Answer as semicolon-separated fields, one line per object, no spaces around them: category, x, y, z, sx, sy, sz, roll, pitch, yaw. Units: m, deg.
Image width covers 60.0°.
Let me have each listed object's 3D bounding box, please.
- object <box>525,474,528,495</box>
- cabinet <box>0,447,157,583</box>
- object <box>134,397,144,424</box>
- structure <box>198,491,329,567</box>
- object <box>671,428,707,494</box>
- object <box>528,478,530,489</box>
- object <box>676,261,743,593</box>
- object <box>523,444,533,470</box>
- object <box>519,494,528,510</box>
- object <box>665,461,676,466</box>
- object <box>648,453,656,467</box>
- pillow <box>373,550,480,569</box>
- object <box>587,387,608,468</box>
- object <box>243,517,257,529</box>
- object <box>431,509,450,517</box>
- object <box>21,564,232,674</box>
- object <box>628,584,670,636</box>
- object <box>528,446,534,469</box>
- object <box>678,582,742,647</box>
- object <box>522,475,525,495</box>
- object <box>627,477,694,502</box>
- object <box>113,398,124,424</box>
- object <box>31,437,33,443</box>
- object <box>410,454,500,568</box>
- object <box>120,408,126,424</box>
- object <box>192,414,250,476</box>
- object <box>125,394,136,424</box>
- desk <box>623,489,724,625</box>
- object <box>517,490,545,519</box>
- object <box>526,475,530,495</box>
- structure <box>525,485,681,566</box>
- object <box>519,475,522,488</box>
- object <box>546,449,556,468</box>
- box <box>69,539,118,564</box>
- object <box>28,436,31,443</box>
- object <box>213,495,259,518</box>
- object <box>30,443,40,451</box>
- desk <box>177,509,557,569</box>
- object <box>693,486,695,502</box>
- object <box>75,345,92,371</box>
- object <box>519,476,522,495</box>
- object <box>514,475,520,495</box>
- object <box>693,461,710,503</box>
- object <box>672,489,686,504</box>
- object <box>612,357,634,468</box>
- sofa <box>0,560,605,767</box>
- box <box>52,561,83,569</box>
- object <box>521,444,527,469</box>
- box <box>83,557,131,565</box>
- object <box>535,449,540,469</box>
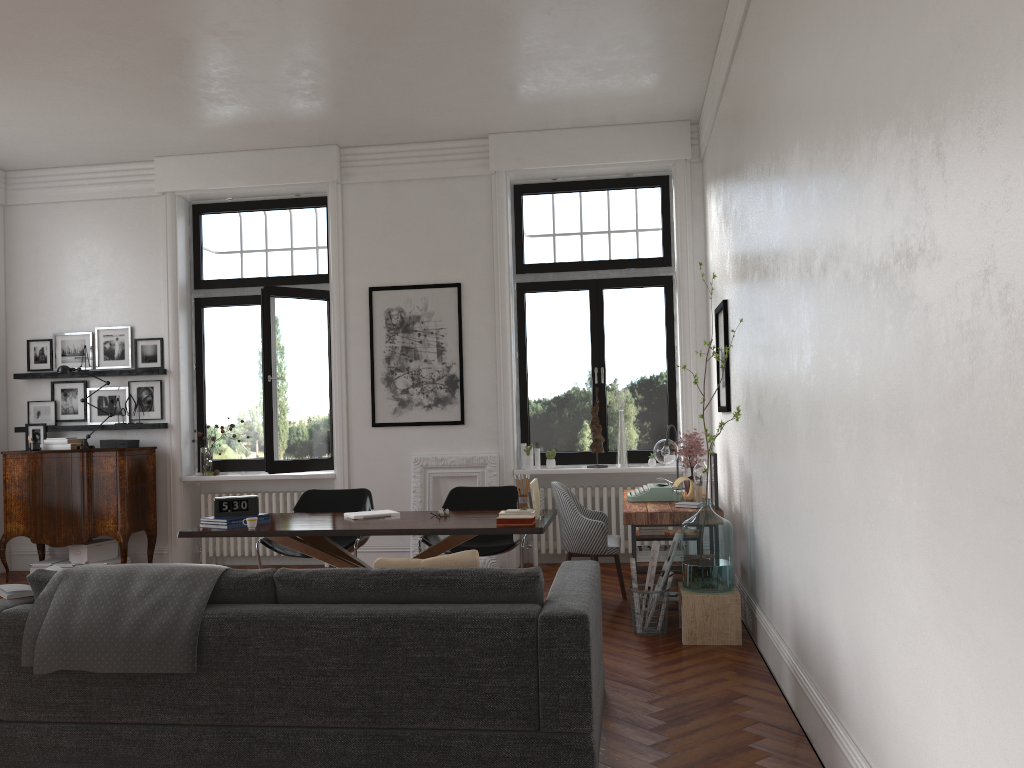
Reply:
object;0.084;0.644;5.379;0.032;0.195;0.008;-1;-1;-39
cabinet;-4.070;1.221;8.327;1.266;1.217;0.640;-2;-1;7
object;-3.628;0.259;8.626;0.110;0.262;0.040;-2;-1;7
structure;-2.400;1.452;8.725;1.453;0.778;0.225;-2;-1;7
object;1.413;0.603;7.002;0.308;0.528;0.290;-1;-2;-38
object;0.094;0.644;5.355;0.038;0.195;0.008;-2;-1;34
object;1.238;0.233;5.338;0.353;2.057;0.808;-1;-1;-12
object;0.149;0.672;8.228;0.102;0.244;0.098;-1;-1;-15
object;0.070;0.713;5.357;0.058;0.091;0.058;-1;-1;-6
object;1.466;0.707;8.183;0.134;0.097;0.132;-1;-2;-23
object;1.284;0.691;8.122;0.072;0.134;0.072;-2;-1;33
pillow;-0.343;0.948;3.862;0.486;0.460;0.225;-2;-1;7
object;0.779;0.403;8.200;0.143;0.753;0.165;-1;-1;-40
object;-1.597;0.852;5.426;0.082;0.065;0.064;-2;-2;28
object;-0.461;0.848;5.856;0.114;0.047;0.133;0;-2;-29
object;-1.586;0.961;3.697;0.752;0.387;0.400;-2;-2;7
object;0.876;1.447;5.637;0.261;0.304;0.261;-1;-2;-28
object;0.175;0.690;8.311;0.051;0.213;0.051;-3;-1;42
object;1.219;1.424;5.496;0.341;0.316;0.435;-2;-2;7
object;0.070;0.643;5.331;0.008;0.195;0.036;-2;-1;20
object;1.112;0.786;6.699;0.484;0.149;0.535;-2;-2;6
object;-3.829;0.265;8.616;0.124;0.260;0.040;-2;-1;7
object;-4.453;0.551;8.242;0.046;0.139;0.010;-2;-1;4
object;-0.528;1.185;8.153;0.830;1.062;0.234;-2;-1;7
object;-3.763;0.312;8.579;0.066;0.161;0.040;-2;-1;7
object;-2.862;0.598;8.724;0.541;0.599;0.317;-1;-1;-22
object;-3.701;0.242;8.608;0.118;0.299;0.040;-2;-1;7
desk;1.173;1.241;6.649;0.647;0.757;1.799;-2;-2;7
object;0.119;0.762;5.615;0.150;0.166;0.228;-2;-2;7
object;0.091;0.644;5.344;0.044;0.194;0.008;-2;-1;38
structure;0.844;1.347;8.306;1.453;0.778;0.225;-2;-1;7
object;0.056;0.648;5.384;0.008;0.193;0.049;-1;-1;-23
object;0.367;0.698;8.311;0.097;0.185;0.099;-2;-1;30
box;-3.923;1.566;8.320;0.209;0.177;0.394;-2;-2;17
object;-4.462;0.544;8.219;0.050;0.119;0.010;-2;-1;10
object;-1.743;0.775;5.607;0.275;0.125;0.082;-1;-2;-19
object;-4.425;0.583;8.222;0.091;0.077;0.091;-1;-2;-20
desk;-0.848;1.251;5.719;2.226;0.751;1.030;-2;-2;7
object;1.341;0.791;6.391;0.058;0.113;0.075;-2;-1;7
object;-4.194;-0.249;8.671;0.174;0.260;0.040;-2;-1;7
object;0.056;0.646;5.332;0.008;0.193;0.049;-2;-1;31
object;0.040;0.647;5.362;0.049;0.193;0.008;-2;-1;12
object;1.319;0.688;6.162;0.112;0.302;0.111;-3;-2;44
object;1.182;0.796;6.266;0.093;0.101;0.093;-2;-2;-1
object;1.047;0.243;8.142;0.296;1.053;0.289;-2;-1;10
sofa;-0.923;1.198;4.098;2.645;0.828;1.262;-2;-2;7
box;-4.066;1.745;8.306;0.245;0.177;0.394;-2;-2;12
object;0.112;0.680;8.339;0.051;0.238;0.051;-3;-1;42
box;-3.788;1.737;8.301;0.245;0.177;0.394;-2;-2;7
object;0.238;0.699;8.279;0.051;0.188;0.051;-3;-1;42
